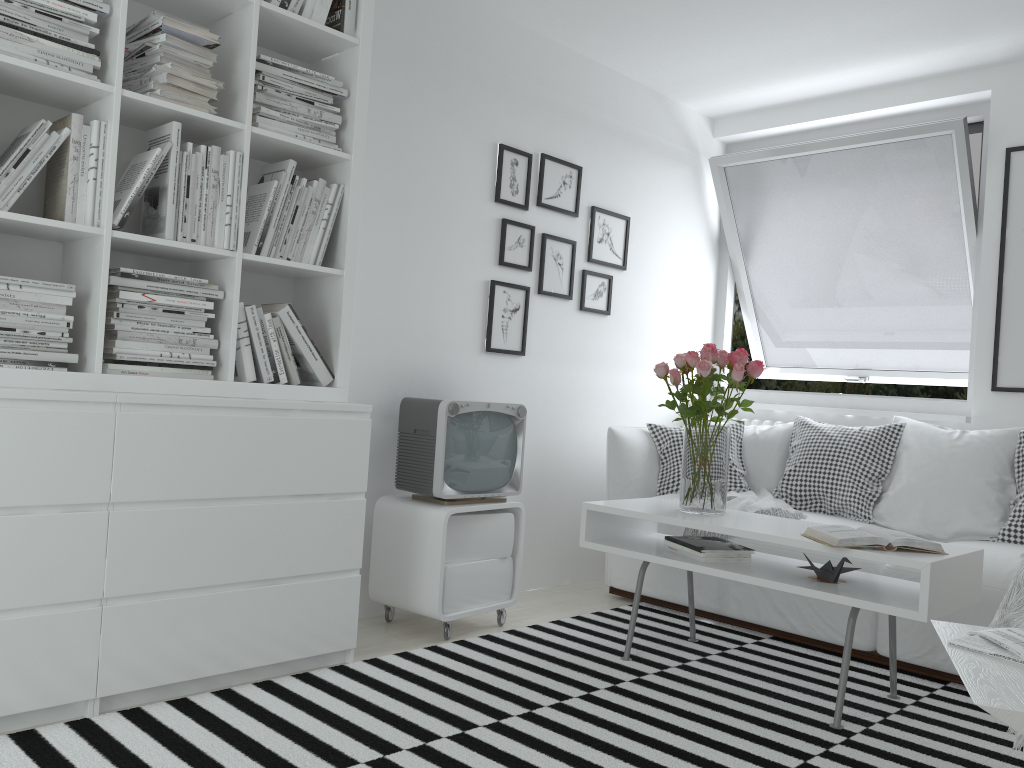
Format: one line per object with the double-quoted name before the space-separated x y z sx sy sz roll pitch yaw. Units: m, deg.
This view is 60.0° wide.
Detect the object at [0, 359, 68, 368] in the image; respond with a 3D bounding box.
"object" -1.320 -0.060 2.279 0.159 0.012 0.285 3 -1 44

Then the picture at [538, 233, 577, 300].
"picture" 0.209 -0.534 4.060 0.018 0.274 0.225 3 -1 44

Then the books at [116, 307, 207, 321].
"books" -1.039 -0.200 2.563 0.161 0.012 0.254 3 -1 44

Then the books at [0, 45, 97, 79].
"books" -1.266 -0.824 2.309 0.182 0.016 0.288 3 -1 39

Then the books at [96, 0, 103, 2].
"books" -1.240 -1.030 2.304 0.159 0.012 0.285 3 -1 44

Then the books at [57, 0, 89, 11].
"books" -1.260 -0.994 2.300 0.161 0.013 0.254 3 -1 39

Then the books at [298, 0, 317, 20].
"books" -0.679 -1.254 2.863 0.172 0.239 0.093 3 -1 44

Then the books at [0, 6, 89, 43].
"books" -1.268 -0.921 2.299 0.167 0.017 0.263 3 -1 39

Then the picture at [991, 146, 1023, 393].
"picture" 2.398 -0.488 3.646 0.720 1.072 0.015 3 -1 44

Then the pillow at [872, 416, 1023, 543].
"pillow" 1.758 0.395 3.598 0.599 0.505 0.391 3 -1 44

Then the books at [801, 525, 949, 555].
"books" 1.066 0.455 2.625 0.342 0.040 0.231 4 -1 -4

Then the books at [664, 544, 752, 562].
"books" 0.673 0.583 3.070 0.191 0.014 0.259 4 -1 -19

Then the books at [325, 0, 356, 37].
"books" -0.585 -1.273 2.936 0.176 0.290 0.053 3 -1 44

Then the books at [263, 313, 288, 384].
"books" -0.784 -0.111 2.790 0.161 0.218 0.101 3 -1 44

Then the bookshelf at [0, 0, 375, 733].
"bookshelf" -1.128 -0.369 2.400 0.440 2.416 1.595 3 -1 44

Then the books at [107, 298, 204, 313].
"books" -1.043 -0.224 2.554 0.161 0.013 0.256 3 -1 44

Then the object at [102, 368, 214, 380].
"object" -1.073 -0.031 2.589 0.232 0.014 0.314 3 -1 44

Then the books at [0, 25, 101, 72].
"books" -1.260 -0.865 2.308 0.180 0.028 0.296 3 -1 39

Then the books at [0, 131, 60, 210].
"books" -1.287 -0.542 2.301 0.167 0.236 0.146 3 -1 44

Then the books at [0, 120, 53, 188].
"books" -1.301 -0.558 2.283 0.159 0.253 0.153 3 -1 44

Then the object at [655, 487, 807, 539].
"object" 1.037 0.602 3.878 0.670 0.291 0.831 3 -1 43

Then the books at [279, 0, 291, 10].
"books" -0.726 -1.254 2.803 0.152 0.232 0.104 3 -1 44

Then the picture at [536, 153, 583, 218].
"picture" 0.219 -0.903 4.047 0.021 0.236 0.275 3 -1 44

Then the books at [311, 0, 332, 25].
"books" -0.647 -1.253 2.886 0.174 0.242 0.105 3 -1 44

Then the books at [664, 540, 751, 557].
"books" 0.674 0.569 3.075 0.191 0.014 0.254 4 -1 -21

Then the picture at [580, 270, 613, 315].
"picture" 0.408 -0.438 4.270 0.017 0.194 0.218 3 -1 44

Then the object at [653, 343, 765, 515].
"object" 0.677 0.153 3.115 0.327 0.599 0.350 4 -1 -26

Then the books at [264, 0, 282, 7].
"books" -0.750 -1.249 2.785 0.161 0.218 0.101 3 -1 44

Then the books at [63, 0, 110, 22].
"books" -1.251 -1.011 2.309 0.176 0.025 0.331 3 -1 44

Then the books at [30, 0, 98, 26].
"books" -1.251 -0.976 2.303 0.174 0.021 0.273 3 -1 44

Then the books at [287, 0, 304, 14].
"books" -0.702 -1.254 2.824 0.172 0.235 0.112 3 -1 44

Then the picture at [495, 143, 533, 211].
"picture" 0.009 -0.891 3.834 0.018 0.248 0.196 3 -1 44

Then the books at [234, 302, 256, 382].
"books" -0.860 -0.128 2.718 0.172 0.239 0.093 3 -1 44

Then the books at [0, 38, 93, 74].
"books" -1.263 -0.842 2.304 0.174 0.021 0.273 3 -1 44

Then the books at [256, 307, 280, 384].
"books" -0.802 -0.120 2.767 0.152 0.232 0.104 3 -1 44

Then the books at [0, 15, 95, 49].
"books" -1.273 -0.904 2.315 0.182 0.016 0.288 3 -1 44

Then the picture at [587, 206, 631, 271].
"picture" 0.475 -0.706 4.321 0.019 0.266 0.290 3 -1 44

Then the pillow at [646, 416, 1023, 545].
"pillow" 1.657 0.389 3.501 0.676 0.513 2.488 4 -1 -44

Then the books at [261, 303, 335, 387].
"books" -0.708 -0.124 2.866 0.176 0.255 0.226 3 -1 44

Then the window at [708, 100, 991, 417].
"window" 1.323 -0.474 7.663 12.055 8.137 4.514 3 -1 44

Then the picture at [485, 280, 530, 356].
"picture" -0.016 -0.283 3.844 0.019 0.306 0.232 3 -1 44

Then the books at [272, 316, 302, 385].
"books" -0.754 -0.106 2.814 0.161 0.213 0.118 3 -1 44

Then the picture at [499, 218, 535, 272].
"picture" 0.023 -0.604 3.866 0.018 0.202 0.196 3 -1 44

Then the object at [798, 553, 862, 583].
"object" 0.979 0.564 2.761 0.194 0.088 0.186 3 -1 33

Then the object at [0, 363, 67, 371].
"object" -1.313 -0.046 2.293 0.161 0.012 0.254 3 -1 44

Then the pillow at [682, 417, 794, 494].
"pillow" 1.098 0.368 4.277 0.617 0.491 0.321 4 -1 18

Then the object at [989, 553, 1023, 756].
"object" 1.507 0.434 1.818 0.954 0.789 0.784 4 -1 25

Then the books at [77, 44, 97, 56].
"books" -1.266 -0.888 2.322 0.288 0.016 0.182 4 -1 -41

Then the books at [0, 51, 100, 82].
"books" -1.252 -0.807 2.302 0.182 0.016 0.288 3 -1 44

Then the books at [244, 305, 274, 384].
"books" -0.822 -0.123 2.742 0.172 0.235 0.112 3 -1 44

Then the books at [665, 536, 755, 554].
"books" 0.682 0.557 3.075 0.207 0.012 0.257 4 -1 -18

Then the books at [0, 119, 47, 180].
"books" -1.299 -0.569 2.272 0.161 0.226 0.138 3 -1 44
